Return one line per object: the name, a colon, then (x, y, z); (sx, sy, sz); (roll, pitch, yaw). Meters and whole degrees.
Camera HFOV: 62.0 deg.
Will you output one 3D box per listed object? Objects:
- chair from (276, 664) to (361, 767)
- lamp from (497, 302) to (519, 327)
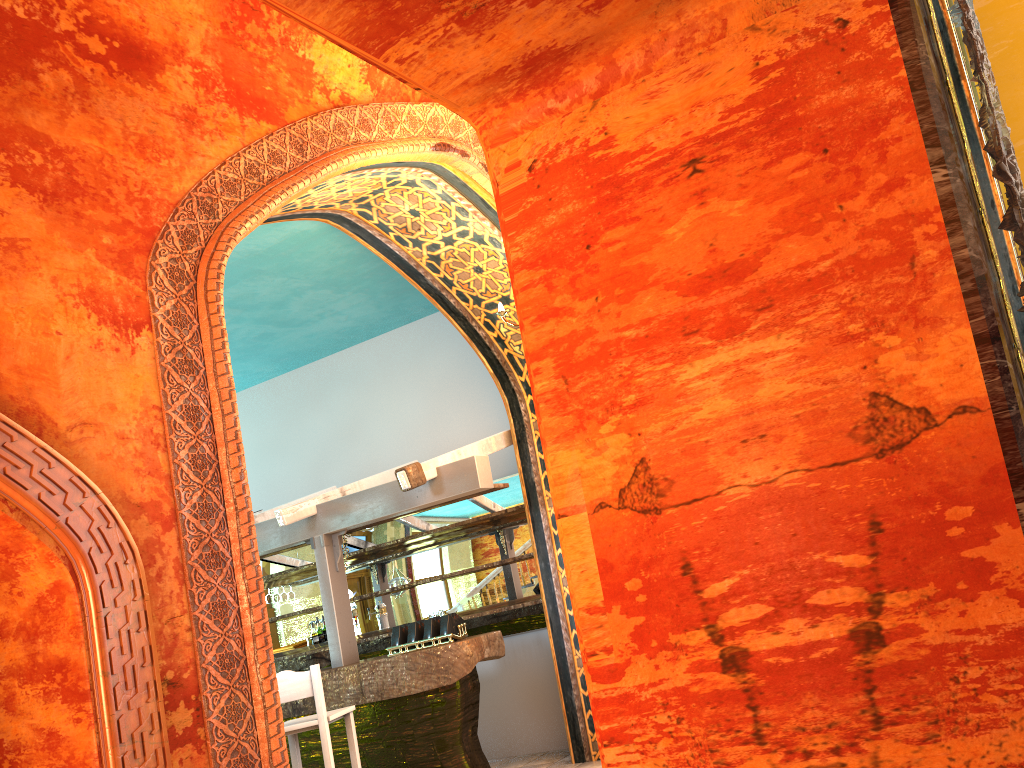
chair: (-1.437, 2.704, 6.138); (0.505, 1.319, 0.503); (-12, -8, 4)
lamp: (0.425, -1.258, 5.293); (1.029, 2.334, 1.420); (-16, -10, 30)
